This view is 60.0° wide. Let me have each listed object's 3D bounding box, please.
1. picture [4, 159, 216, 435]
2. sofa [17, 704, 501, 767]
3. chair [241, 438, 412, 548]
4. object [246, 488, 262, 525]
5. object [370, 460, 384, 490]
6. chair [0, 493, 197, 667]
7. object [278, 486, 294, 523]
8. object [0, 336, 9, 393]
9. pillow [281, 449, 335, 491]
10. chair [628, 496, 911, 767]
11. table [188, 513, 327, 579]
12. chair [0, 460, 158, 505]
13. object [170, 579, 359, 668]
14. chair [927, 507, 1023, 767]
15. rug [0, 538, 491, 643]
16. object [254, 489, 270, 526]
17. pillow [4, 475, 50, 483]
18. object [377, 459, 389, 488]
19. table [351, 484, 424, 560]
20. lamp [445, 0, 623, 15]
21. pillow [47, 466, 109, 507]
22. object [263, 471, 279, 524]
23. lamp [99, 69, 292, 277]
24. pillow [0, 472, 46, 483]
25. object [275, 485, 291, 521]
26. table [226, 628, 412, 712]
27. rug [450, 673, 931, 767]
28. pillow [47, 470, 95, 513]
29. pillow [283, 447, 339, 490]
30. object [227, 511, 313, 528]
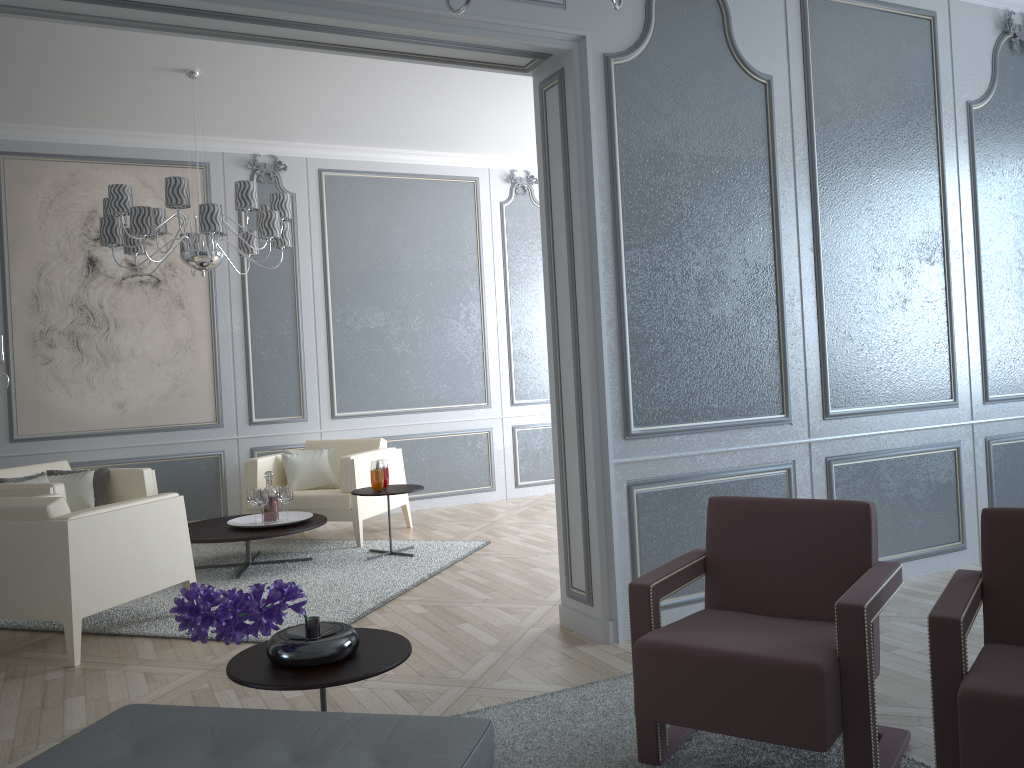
[{"bbox_3d":[-2.634,-0.583,5.878,1.200,1.751,0.001,-3,0,-26],"label":"picture"},{"bbox_3d":[-0.673,0.697,0.693,0.810,0.668,2.205,-3,1,14],"label":"sofa"},{"bbox_3d":[-1.214,0.693,5.812,0.855,0.621,0.737,-3,0,19],"label":"chair"},{"bbox_3d":[-1.446,0.687,4.983,0.080,0.196,0.080,-3,0,-43],"label":"object"},{"bbox_3d":[-0.770,0.522,5.061,0.075,0.165,0.075,-3,0,-37],"label":"object"},{"bbox_3d":[-1.941,0.758,3.807,0.855,0.621,0.737,-3,0,19],"label":"chair"},{"bbox_3d":[-1.268,0.677,4.989,0.080,0.196,0.080,-3,0,-43],"label":"object"},{"bbox_3d":[-3.178,0.427,5.013,0.446,1.386,0.446,-3,0,18],"label":"object"},{"bbox_3d":[-1.338,0.568,5.826,0.312,0.245,0.163,-3,0,-32],"label":"pillow"},{"bbox_3d":[0.631,0.632,2.228,0.576,0.620,0.606,-3,0,34],"label":"chair"},{"bbox_3d":[-1.482,0.910,4.982,0.883,0.239,0.882,-3,1,-29],"label":"table"},{"bbox_3d":[-2.594,0.777,5.126,0.737,0.621,0.855,-3,0,19],"label":"chair"},{"bbox_3d":[-0.516,0.511,1.926,0.206,0.221,0.425,-3,1,34],"label":"object"},{"bbox_3d":[1.197,0.607,1.814,0.576,0.620,0.606,-3,0,34],"label":"chair"},{"bbox_3d":[-1.396,1.024,4.689,1.999,0.010,2.001,-3,1,19],"label":"rug"},{"bbox_3d":[-1.383,0.684,4.908,0.080,0.196,0.080,-3,0,-23],"label":"object"},{"bbox_3d":[-2.677,0.651,4.992,0.163,0.245,0.312,-3,0,8],"label":"pillow"},{"bbox_3d":[-0.752,0.520,5.146,0.075,0.165,0.075,-3,0,23],"label":"object"},{"bbox_3d":[-0.700,0.793,5.074,0.414,0.385,0.414,-3,0,21],"label":"table"},{"bbox_3d":[0.044,-1.193,1.275,0.977,1.120,0.976,-3,0,-38],"label":"lamp"},{"bbox_3d":[-2.596,0.643,5.284,0.351,0.276,0.184,-3,0,-11],"label":"pillow"},{"bbox_3d":[-1.364,0.635,4.998,0.086,0.290,0.086,-3,0,-5],"label":"object"},{"bbox_3d":[-1.718,-1.144,4.831,0.977,1.120,0.976,-3,0,-38],"label":"lamp"},{"bbox_3d":[-2.743,0.654,5.051,0.184,0.276,0.351,-3,0,19],"label":"pillow"},{"bbox_3d":[-1.306,0.678,5.063,0.080,0.196,0.080,-3,0,-43],"label":"object"},{"bbox_3d":[-0.427,0.809,2.027,0.414,0.385,0.414,-3,0,-39],"label":"table"},{"bbox_3d":[0.389,0.973,1.107,2.019,0.010,3.203,-3,1,-26],"label":"rug"},{"bbox_3d":[-2.614,0.645,5.197,0.312,0.245,0.163,-3,0,-22],"label":"pillow"},{"bbox_3d":[-1.335,0.567,5.915,0.351,0.276,0.184,-3,0,-21],"label":"pillow"},{"bbox_3d":[-1.357,0.769,4.985,0.468,0.028,0.468,-3,1,-14],"label":"object"}]
